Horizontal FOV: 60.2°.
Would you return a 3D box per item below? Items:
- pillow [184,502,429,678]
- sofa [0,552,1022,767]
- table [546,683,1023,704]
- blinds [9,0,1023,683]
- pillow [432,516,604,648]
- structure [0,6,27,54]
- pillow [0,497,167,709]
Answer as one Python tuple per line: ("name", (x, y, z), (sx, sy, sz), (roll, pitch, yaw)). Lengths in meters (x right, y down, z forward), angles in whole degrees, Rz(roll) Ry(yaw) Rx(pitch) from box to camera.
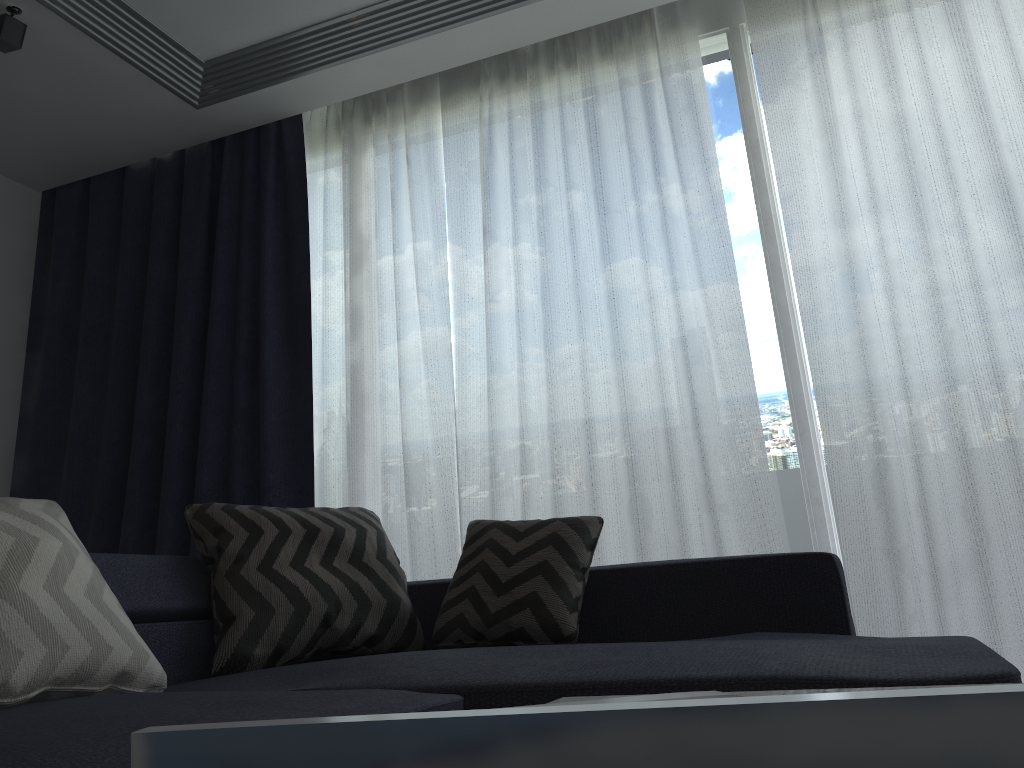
("pillow", (-0.550, 0.571, 2.375), (0.594, 0.532, 0.349), (8, -21, -36))
("sofa", (-0.319, 0.446, 1.183), (1.889, 0.624, 2.818), (-10, -15, 21))
("table", (0.275, 0.313, 0.281), (0.801, 0.362, 0.785), (-10, -16, 20))
("blinds", (-0.165, -0.842, 0.652), (7.088, 2.846, 5.695), (-11, -16, 24))
("pillow", (0.015, 0.510, 2.331), (0.412, 0.354, 0.281), (-11, -18, 25))
("structure", (-1.801, -1.261, 3.144), (0.113, 0.146, 0.083), (-12, -19, 25))
("pillow", (-0.903, 0.371, 1.559), (0.341, 0.398, 0.485), (-10, -17, 20))
